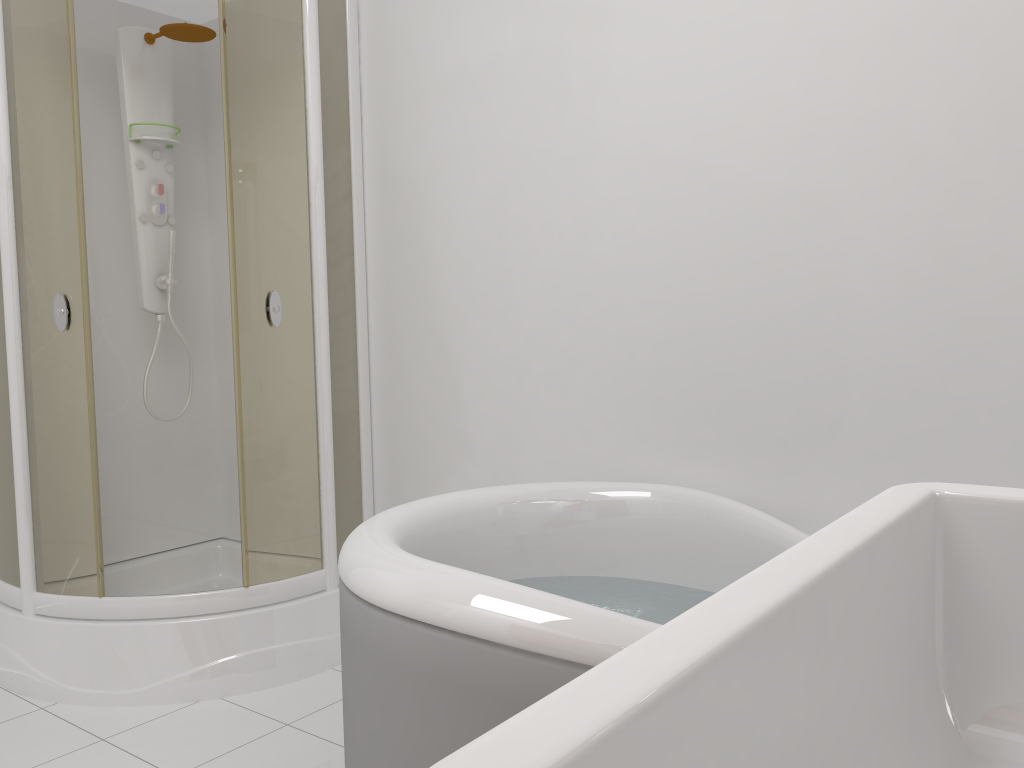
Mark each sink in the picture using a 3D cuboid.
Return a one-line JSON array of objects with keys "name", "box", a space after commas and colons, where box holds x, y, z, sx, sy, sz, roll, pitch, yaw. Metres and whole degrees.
[{"name": "sink", "box": [0.361, 0.317, 0.343, 0.552, 0.673, 0.657, 2, 5, 37]}]

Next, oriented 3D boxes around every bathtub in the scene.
[{"name": "bathtub", "box": [0.511, 0.625, 1.629, 1.863, 0.674, 1.055, 2, 5, 37]}]

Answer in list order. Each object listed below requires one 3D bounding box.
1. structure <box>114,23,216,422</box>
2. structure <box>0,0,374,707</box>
[{"name": "structure", "box": [-1.111, -0.535, 2.974, 0.358, 1.343, 0.201, 2, 5, 37]}, {"name": "structure", "box": [-1.075, -0.219, 2.816, 0.933, 2.234, 0.932, 2, 5, 37]}]
